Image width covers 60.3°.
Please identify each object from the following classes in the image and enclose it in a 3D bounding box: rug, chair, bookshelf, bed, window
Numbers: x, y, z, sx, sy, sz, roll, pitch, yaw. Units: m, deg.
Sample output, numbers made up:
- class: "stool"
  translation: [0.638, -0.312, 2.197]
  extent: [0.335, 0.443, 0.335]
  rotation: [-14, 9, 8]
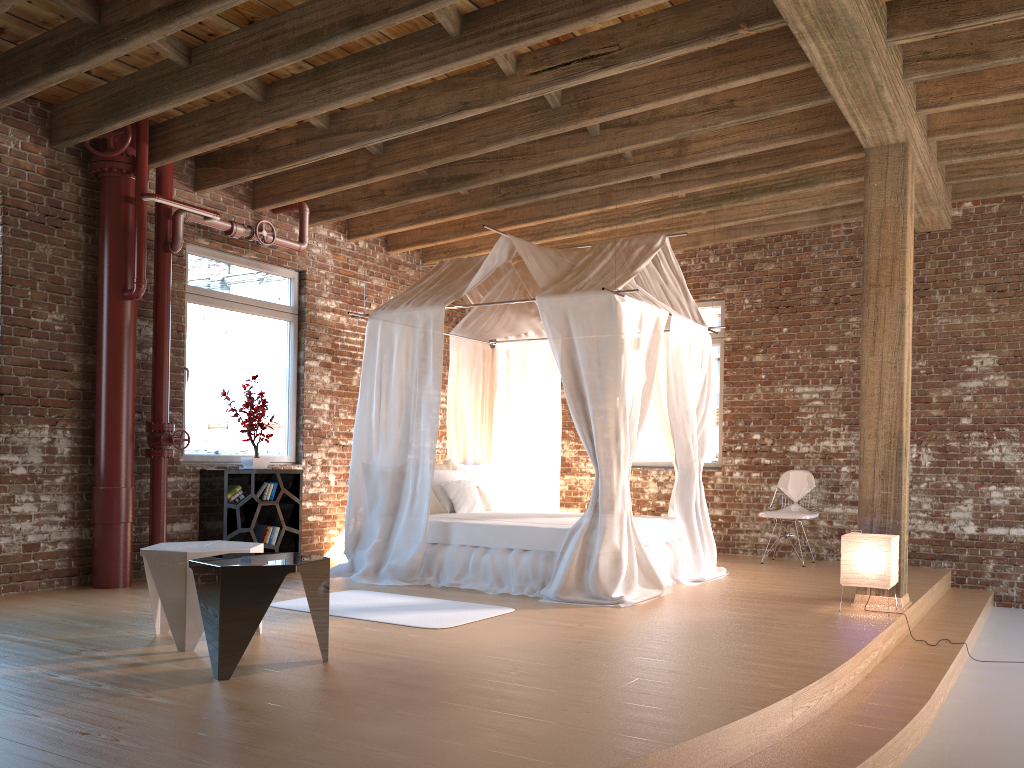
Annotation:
- class: "rug"
  translation: [-0.772, 1.424, 5.638]
  extent: [1.417, 0.007, 0.872]
  rotation: [-2, -6, 32]
- class: "chair"
  translation: [-1.157, 1.048, 4.052]
  extent: [0.624, 0.490, 0.529]
  rotation: [2, -3, -15]
- class: "bookshelf"
  translation: [-2.212, 1.148, 7.521]
  extent: [0.289, 0.845, 0.866]
  rotation: [0, -2, 32]
- class: "bed"
  translation: [0.218, -0.345, 7.297]
  extent: [2.638, 3.881, 2.526]
  rotation: [0, -2, 31]
- class: "chair"
  translation: [-1.606, 1.087, 4.592]
  extent: [0.538, 0.490, 0.615]
  rotation: [1, -3, -5]
- class: "chair"
  translation: [2.683, 1.276, 8.509]
  extent: [0.531, 0.897, 0.580]
  rotation: [0, -2, 31]
- class: "window"
  translation: [-2.371, -0.207, 7.682]
  extent: [0.166, 1.848, 1.361]
  rotation: [1, -1, 32]
- class: "window"
  translation: [1.714, 0.020, 9.657]
  extent: [1.300, 1.848, 0.173]
  rotation: [0, -1, 31]

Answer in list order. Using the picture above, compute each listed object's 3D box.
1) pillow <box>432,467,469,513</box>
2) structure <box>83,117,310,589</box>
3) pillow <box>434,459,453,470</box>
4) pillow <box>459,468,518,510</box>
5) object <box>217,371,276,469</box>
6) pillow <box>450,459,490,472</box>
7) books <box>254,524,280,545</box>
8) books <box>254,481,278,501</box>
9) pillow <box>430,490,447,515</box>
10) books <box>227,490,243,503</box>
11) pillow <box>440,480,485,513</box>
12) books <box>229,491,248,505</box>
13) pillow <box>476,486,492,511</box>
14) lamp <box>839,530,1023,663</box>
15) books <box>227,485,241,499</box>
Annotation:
- class: "pillow"
  translation: [-0.514, 0.914, 7.715]
  extent: [0.345, 0.403, 0.618]
  rotation: [0, -4, 29]
- class: "structure"
  translation: [-2.414, -0.215, 6.924]
  extent: [0.570, 3.463, 2.021]
  rotation: [1, -1, 31]
- class: "pillow"
  translation: [-0.688, 0.905, 7.811]
  extent: [0.206, 0.494, 0.640]
  rotation: [0, -3, 32]
- class: "pillow"
  translation: [-0.202, 0.998, 8.230]
  extent: [0.289, 0.432, 0.637]
  rotation: [0, -3, 32]
- class: "object"
  translation: [-2.220, 0.302, 7.458]
  extent: [0.393, 0.840, 0.419]
  rotation: [0, -1, 27]
- class: "pillow"
  translation: [-0.367, 0.959, 8.327]
  extent: [0.205, 0.498, 0.639]
  rotation: [0, -3, 32]
- class: "books"
  translation: [-2.109, 1.295, 7.561]
  extent: [0.132, 0.181, 0.205]
  rotation: [0, -3, 32]
- class: "books"
  translation: [-2.131, 0.914, 7.515]
  extent: [0.132, 0.166, 0.247]
  rotation: [0, -3, 32]
- class: "pillow"
  translation: [-0.828, 0.904, 7.209]
  extent: [0.355, 0.414, 0.619]
  rotation: [0, -4, 29]
- class: "books"
  translation: [-2.310, 0.920, 7.228]
  extent: [0.132, 0.109, 0.156]
  rotation: [-1, -4, 31]
- class: "pillow"
  translation: [-0.414, 0.967, 7.558]
  extent: [0.211, 0.291, 0.392]
  rotation: [-1, -3, 40]
- class: "books"
  translation: [-2.279, 0.937, 7.278]
  extent: [0.132, 0.114, 0.159]
  rotation: [-1, -4, 31]
- class: "pillow"
  translation: [-0.314, 1.012, 7.784]
  extent: [0.160, 0.233, 0.292]
  rotation: [0, -3, 30]
- class: "lamp"
  translation: [2.816, 1.349, 5.588]
  extent: [1.372, 0.780, 0.363]
  rotation: [-1, -1, 23]
- class: "books"
  translation: [-2.317, 0.884, 7.217]
  extent: [0.132, 0.109, 0.156]
  rotation: [-1, -4, 31]
